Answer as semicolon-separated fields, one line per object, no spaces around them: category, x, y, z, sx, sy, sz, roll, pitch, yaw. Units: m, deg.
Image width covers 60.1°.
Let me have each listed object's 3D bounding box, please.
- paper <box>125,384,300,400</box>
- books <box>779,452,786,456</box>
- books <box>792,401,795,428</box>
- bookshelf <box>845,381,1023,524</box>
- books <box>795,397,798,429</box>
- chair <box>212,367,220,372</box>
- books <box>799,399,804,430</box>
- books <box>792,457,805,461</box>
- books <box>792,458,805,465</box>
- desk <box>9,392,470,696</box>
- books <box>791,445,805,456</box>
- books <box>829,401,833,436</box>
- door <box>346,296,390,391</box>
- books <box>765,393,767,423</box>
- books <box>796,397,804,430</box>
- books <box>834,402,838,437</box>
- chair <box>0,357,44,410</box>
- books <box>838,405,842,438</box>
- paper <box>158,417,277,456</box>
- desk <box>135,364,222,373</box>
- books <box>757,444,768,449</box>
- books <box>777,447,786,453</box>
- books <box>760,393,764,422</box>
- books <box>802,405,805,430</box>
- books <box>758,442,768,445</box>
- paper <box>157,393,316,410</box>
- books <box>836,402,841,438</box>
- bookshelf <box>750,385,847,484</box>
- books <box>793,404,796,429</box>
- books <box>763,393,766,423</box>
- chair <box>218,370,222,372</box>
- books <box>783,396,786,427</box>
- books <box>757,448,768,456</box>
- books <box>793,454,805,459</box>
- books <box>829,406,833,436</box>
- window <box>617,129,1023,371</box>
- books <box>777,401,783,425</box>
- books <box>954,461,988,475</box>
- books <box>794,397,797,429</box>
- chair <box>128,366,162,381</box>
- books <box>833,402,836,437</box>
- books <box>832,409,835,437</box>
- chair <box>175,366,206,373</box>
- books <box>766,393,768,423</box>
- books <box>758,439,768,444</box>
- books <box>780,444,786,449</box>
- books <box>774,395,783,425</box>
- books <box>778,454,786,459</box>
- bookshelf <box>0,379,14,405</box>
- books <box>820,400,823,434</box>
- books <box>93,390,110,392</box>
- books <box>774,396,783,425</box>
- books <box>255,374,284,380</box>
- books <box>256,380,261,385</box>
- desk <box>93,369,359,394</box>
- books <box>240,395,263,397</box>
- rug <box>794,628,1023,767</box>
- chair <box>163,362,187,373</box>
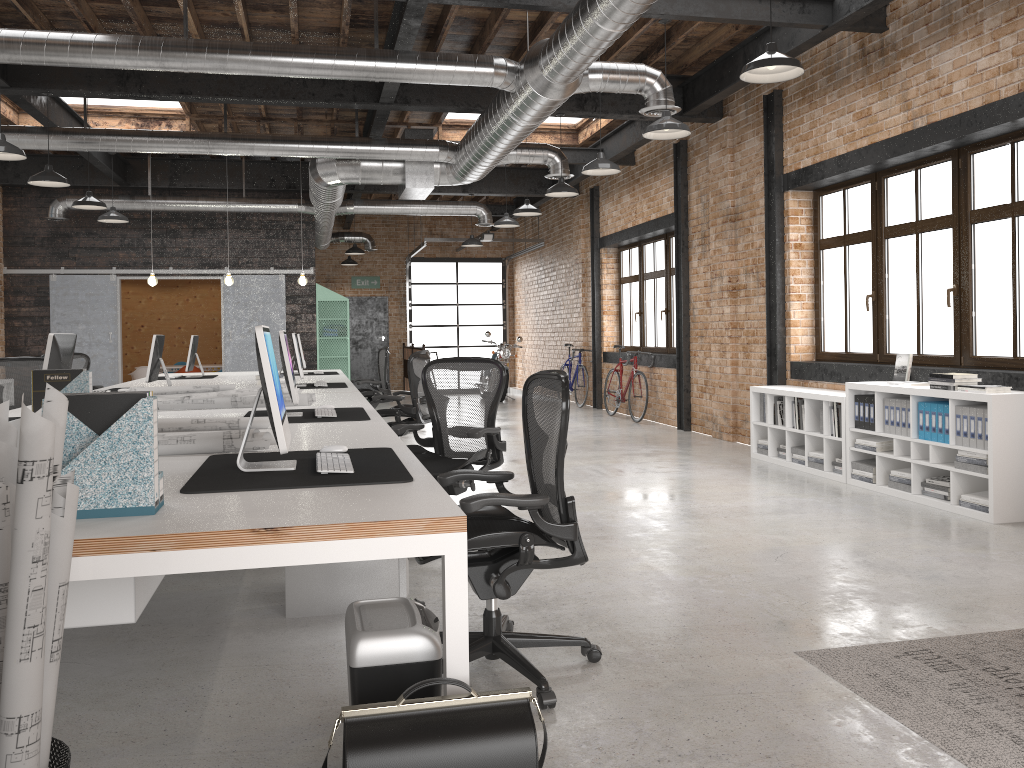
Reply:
paper;-2.378;0.054;6.986;1.075;0.105;0.976;2;4;42
books;2.561;0.626;8.040;0.164;0.047;0.239;-2;3;-12
books;2.578;0.278;7.867;0.182;0.262;0.056;-1;0;-8
bookshelf;2.996;0.421;6.268;0.400;0.799;1.545;-1;3;-13
books;2.629;0.236;7.803;0.259;0.352;0.070;-1;0;-8
chair;-5.511;-0.058;17.256;0.618;0.777;0.581;-1;1;-18
books;2.623;0.274;7.739;0.221;0.283;0.061;-1;0;-8
books;2.614;0.641;7.732;0.219;0.034;0.260;-2;3;-12
books;2.610;0.667;7.739;0.207;0.061;0.274;-2;3;-12
desk;-1.795;0.612;4.442;2.312;0.769;5.116;-2;3;-13
books;2.614;0.586;7.746;0.217;0.078;0.291;-2;3;-13
books;2.735;0.286;7.298;0.259;0.305;0.040;-1;0;-8
door;-3.226;-0.885;19.592;0.998;2.098;0.218;-1;0;-13
books;2.523;0.224;8.363;0.265;0.314;0.025;-1;0;-8
books;2.635;0.236;7.774;0.272;0.354;0.063;-1;0;-8
books;2.749;0.268;7.190;0.259;0.352;0.070;-1;0;-8
chair;-4.224;0.309;7.666;0.771;1.085;0.792;-2;2;-44
books;2.744;0.307;7.126;0.221;0.283;0.061;-1;0;-8
paper;-1.530;0.217;3.878;0.975;0.105;1.076;-2;3;-15
desk;-5.767;0.030;16.161;1.999;0.731;0.999;-1;2;-12
books;2.473;0.579;8.345;0.207;0.067;0.275;-2;3;-12
books;2.581;0.596;8.057;0.222;0.055;0.282;-2;3;-12
books;2.505;0.201;8.455;0.259;0.351;0.065;-1;0;-8
books;2.628;0.298;7.704;0.197;0.240;0.058;-1;1;-8
books;2.477;0.553;8.338;0.219;0.039;0.260;-2;3;-12
paper;-1.831;0.118;5.683;1.134;0.082;0.083;-2;2;-18
books;2.756;0.269;7.160;0.272;0.354;0.063;-1;0;-8
bookshelf;2.650;0.399;7.783;0.400;0.684;1.545;-1;3;-13
books;2.578;0.291;7.836;0.162;0.240;0.054;-1;0;-8
books;2.511;0.214;8.393;0.249;0.333;0.060;-1;0;-8
chair;-4.829;0.037;15.381;0.618;0.777;0.581;-1;1;-18
books;2.594;0.224;8.025;0.259;0.351;0.065;-1;0;-8
books;2.478;0.630;8.354;0.217;0.072;0.290;-2;3;-13
books;2.614;0.623;7.727;0.214;0.046;0.251;-2;3;-12
books;2.698;0.311;7.254;0.182;0.262;0.056;-1;0;-8
window;2.632;-1.122;9.880;0.147;1.689;8.644;-1;3;-13
books;2.539;0.275;8.134;0.197;0.240;0.058;-1;1;-8
books;3.047;0.530;5.709;0.217;0.072;0.290;-2;3;-13
books;2.622;0.233;7.826;0.258;0.354;0.049;-1;0;-8
chair;-6.198;0.075;15.073;0.618;0.777;0.581;-1;1;-18
books;2.742;0.266;7.213;0.258;0.354;0.049;-1;0;-8
books;2.698;0.324;7.222;0.162;0.240;0.054;-1;0;-8
chair;-5.510;0.056;15.228;0.618;0.777;0.581;-1;1;-18
books;2.526;0.231;8.341;0.259;0.305;0.040;-1;0;-8
books;2.477;0.535;8.333;0.214;0.051;0.252;-2;3;-12
books;2.582;0.565;8.032;0.199;0.054;0.240;-2;3;-12
books;2.547;0.213;8.203;0.272;0.354;0.063;-1;0;-8
books;2.566;0.654;8.055;0.184;0.049;0.261;-2;3;-12
bookshelf;-7.206;0.311;11.979;0.400;0.684;1.545;-1;3;-13
books;2.714;0.257;7.412;0.259;0.351;0.065;-1;0;-8
books;-2.729;0.062;5.798;0.153;0.030;0.185;-2;3;-15
books;2.535;0.251;8.169;0.221;0.283;0.061;-1;0;-8
books;-2.364;-0.072;8.634;0.193;0.044;0.258;-1;3;5
books;-2.382;-0.023;8.615;0.200;0.050;0.272;-2;3;-15
desk;-2.920;0.347;9.436;2.312;0.769;5.116;-2;3;-13
books;-1.872;0.098;6.554;0.200;0.024;0.235;0;3;21
rug;2.724;1.055;2.186;2.729;0.004;3.000;-2;3;-13
chair;-6.391;-0.034;17.057;0.618;0.777;0.581;-1;1;-18
